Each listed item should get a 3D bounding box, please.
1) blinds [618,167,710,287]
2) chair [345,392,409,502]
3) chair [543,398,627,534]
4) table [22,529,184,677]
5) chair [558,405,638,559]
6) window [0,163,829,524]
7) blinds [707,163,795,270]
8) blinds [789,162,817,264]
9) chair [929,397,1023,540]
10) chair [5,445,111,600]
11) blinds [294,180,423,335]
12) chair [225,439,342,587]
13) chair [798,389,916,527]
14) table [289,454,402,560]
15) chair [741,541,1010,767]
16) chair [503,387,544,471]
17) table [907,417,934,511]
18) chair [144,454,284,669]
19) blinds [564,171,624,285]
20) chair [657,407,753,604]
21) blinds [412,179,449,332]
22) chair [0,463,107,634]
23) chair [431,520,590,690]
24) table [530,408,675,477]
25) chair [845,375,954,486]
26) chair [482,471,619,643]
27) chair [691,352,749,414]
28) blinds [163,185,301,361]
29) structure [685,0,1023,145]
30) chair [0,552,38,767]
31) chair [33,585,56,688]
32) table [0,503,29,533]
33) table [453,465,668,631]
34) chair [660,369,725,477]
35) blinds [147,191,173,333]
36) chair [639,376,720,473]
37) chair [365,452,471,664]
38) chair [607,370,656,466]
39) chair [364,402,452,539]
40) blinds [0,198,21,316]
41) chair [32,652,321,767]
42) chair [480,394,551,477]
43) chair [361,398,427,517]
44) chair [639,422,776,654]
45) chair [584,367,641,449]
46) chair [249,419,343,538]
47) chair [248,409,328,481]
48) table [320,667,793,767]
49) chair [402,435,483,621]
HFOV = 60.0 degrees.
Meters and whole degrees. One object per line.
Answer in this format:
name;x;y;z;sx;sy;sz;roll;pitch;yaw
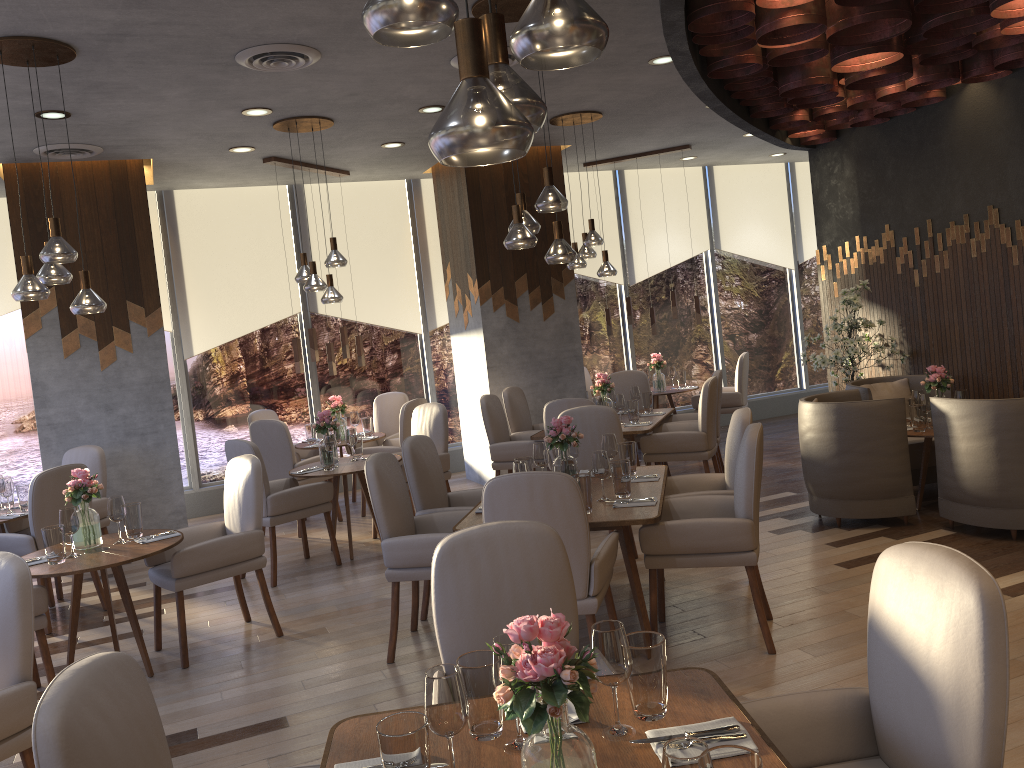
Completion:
blinds;1.788;-2.553;10.639;1.175;2.677;0.007;-7;3;-22
chair;-1.282;0.608;8.759;0.527;0.999;0.601;-5;3;26
chair;0.553;0.567;6.609;0.527;0.999;0.601;-5;3;22
table;-2.080;1.176;4.533;0.833;0.661;0.836;-4;4;28
chair;0.488;0.660;5.440;0.528;0.999;0.601;-6;3;9
window;-1.988;-0.479;6.156;8.052;3.194;16.165;-5;4;23
blinds;2.939;-2.712;11.098;1.175;2.677;0.007;-7;3;-22
blinds;4.084;-2.938;11.554;1.175;2.677;0.007;-7;3;-22
chair;3.044;0.468;5.355;0.774;0.836;0.596;-7;3;-7
chair;-3.295;0.994;6.515;0.527;0.999;0.601;-5;3;23
blinds;-1.649;-1.785;9.270;1.175;2.677;0.007;-7;3;-22
chair;-1.624;0.833;6.222;0.527;0.999;0.601;-3;4;45
chair;2.281;0.502;6.028;0.595;0.836;0.775;-6;3;-2
table;-1.200;0.926;6.615;0.833;0.661;0.836;-3;5;43
chair;0.739;0.893;1.932;0.600;0.999;0.529;-7;3;-10
chair;0.283;0.502;7.882;0.599;0.999;0.529;-5;3;22
table;2.973;0.561;6.080;0.835;0.561;0.833;-8;4;-29
chair;-1.659;0.935;4.892;0.601;0.999;0.528;-9;4;-40
blinds;0.634;-2.415;10.179;1.175;2.677;0.007;-7;3;-22
chair;1.024;0.652;4.758;0.599;0.999;0.529;-6;3;7
blinds;-0.500;-1.962;9.727;1.175;2.677;0.007;-7;3;-22
chair;-3.013;1.023;5.696;0.599;0.999;0.529;-5;3;25
chair;0.038;0.932;2.432;0.528;0.999;0.600;-7;3;-8
table;0.825;0.644;7.414;0.964;0.665;1.310;-5;4;19
chair;2.889;0.384;6.726;0.775;0.836;0.596;-7;3;-12
chair;0.181;0.815;3.803;0.528;0.999;0.601;-6;3;15
chair;2.226;0.184;9.320;0.599;0.999;0.529;-5;3;22
blinds;-2.801;-1.633;8.811;1.175;2.677;0.007;-7;3;-22
structure;2.002;-1.919;3.174;2.753;0.556;9.474;-6;4;8
chair;-1.842;1.108;2.823;0.527;0.999;0.601;-5;3;32
chair;-2.549;1.087;4.157;0.601;0.999;0.528;-9;4;-41
table;-3.529;1.222;6.049;0.835;0.661;0.833;-9;4;-35
table;0.345;0.902;4.634;0.964;0.665;1.310;-5;4;12
chair;1.509;0.400;7.449;0.599;0.999;0.529;-5;3;15
blinds;-3.985;-1.755;8.340;1.175;2.677;0.007;-7;3;-22
chair;1.341;0.459;6.907;0.599;0.999;0.529;-5;3;22
chair;-0.375;0.825;4.483;0.599;0.999;0.529;-6;3;9
chair;1.063;0.395;8.178;0.528;0.999;0.601;-5;3;16
chair;-0.793;0.683;7.023;0.601;0.999;0.528;-9;4;-44
blinds;-5.138;-1.595;7.881;1.175;2.677;0.007;-7;3;-22
chair;-0.564;1.043;1.823;0.600;0.999;0.529;-6;3;-2
chair;0.096;0.562;7.349;0.599;0.999;0.529;-5;3;17
chair;-1.032;0.642;7.928;0.599;0.999;0.529;-5;3;25
chair;0.925;0.705;4.198;0.599;0.999;0.529;-5;3;15
chair;1.042;0.277;9.809;0.599;0.999;0.529;-5;3;21
chair;-1.871;0.757;7.616;0.527;0.999;0.601;-5;3;28
chair;-2.118;0.724;8.420;0.599;0.999;0.529;-5;3;22
table;0.124;1.150;1.612;0.965;0.665;1.309;-7;4;-5
chair;-0.256;0.772;5.035;0.599;0.999;0.529;-5;3;15
